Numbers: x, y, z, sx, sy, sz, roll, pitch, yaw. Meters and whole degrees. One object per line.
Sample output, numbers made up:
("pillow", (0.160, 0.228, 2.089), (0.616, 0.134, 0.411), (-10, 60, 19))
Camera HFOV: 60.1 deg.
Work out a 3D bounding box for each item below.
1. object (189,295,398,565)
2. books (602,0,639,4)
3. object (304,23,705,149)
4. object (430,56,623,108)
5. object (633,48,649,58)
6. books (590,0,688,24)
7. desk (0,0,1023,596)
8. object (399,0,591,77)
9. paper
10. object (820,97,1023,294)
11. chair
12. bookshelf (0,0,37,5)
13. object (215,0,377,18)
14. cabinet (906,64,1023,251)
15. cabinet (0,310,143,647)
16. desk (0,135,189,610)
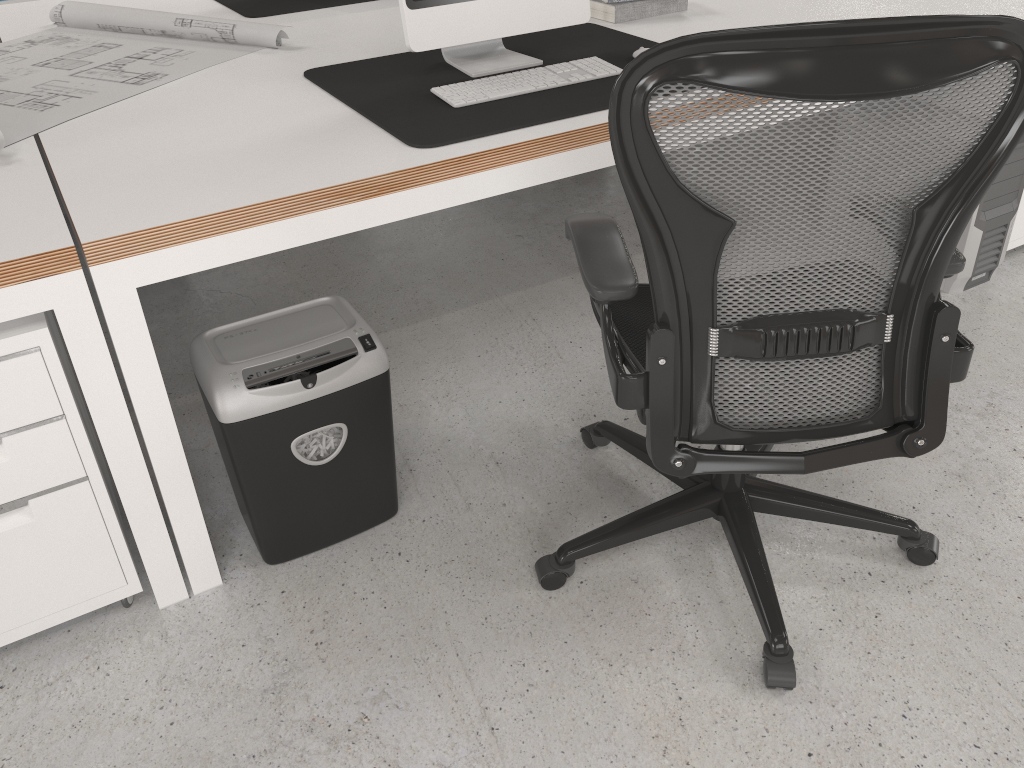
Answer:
("object", (-0.427, 0.096, 1.820), (0.340, 0.455, 0.255), (-19, 36, -24))
("books", (0.372, -1.158, 2.580), (0.257, 0.043, 0.197), (-9, 34, -10))
("object", (0.017, -0.730, 2.079), (0.853, 0.008, 0.699), (-19, 37, -24))
("object", (0.040, -0.677, 1.975), (0.441, 0.017, 0.120), (-20, 37, -24))
("object", (0.326, -0.780, 2.102), (0.059, 0.028, 0.108), (-20, 37, -24))
("books", (0.349, -1.125, 2.615), (0.273, 0.049, 0.203), (-21, 38, -26))
("desk", (0.981, -1.241, 3.469), (5.141, 0.753, 2.351), (-20, 37, -24))
("object", (-0.058, -0.982, 2.030), (0.486, 0.474, 0.193), (-19, 36, -24))
("paper", (-1.202, -0.810, 2.217), (0.979, 0.103, 1.096), (12, 36, 21))
("object", (1.283, -0.609, 2.780), (0.222, 0.444, 0.550), (-19, 37, -24))
("chair", (0.388, -0.134, 1.567), (0.773, 1.061, 0.808), (-14, 34, -17))
("bookshelf", (-2.350, -2.429, 5.444), (1.553, 0.782, 0.407), (-20, 36, -24))
("object", (-0.626, -1.423, 3.163), (0.854, 0.008, 0.698), (-20, 38, -25))
("cabinet", (1.563, -0.792, 2.866), (0.390, 0.633, 0.467), (-19, 36, -24))
("cabinet", (-0.997, 0.130, 1.645), (0.390, 0.633, 0.467), (-19, 36, -24))
("desk", (-3.440, 0.353, 1.360), (5.141, 0.753, 2.351), (-20, 37, -24))
